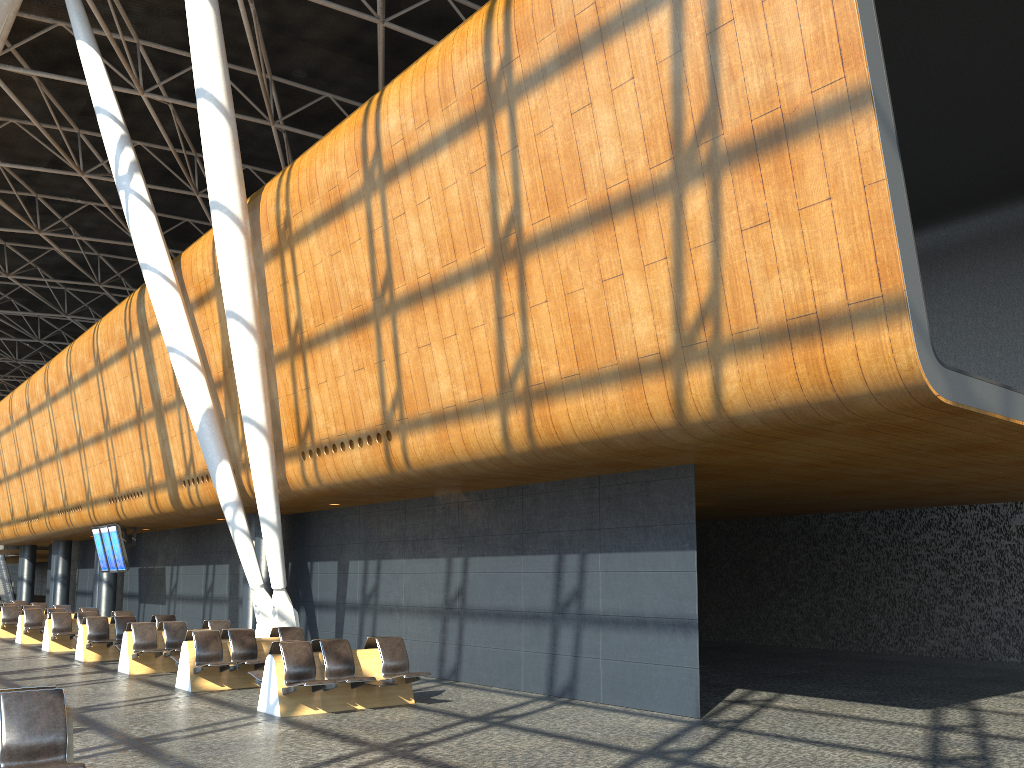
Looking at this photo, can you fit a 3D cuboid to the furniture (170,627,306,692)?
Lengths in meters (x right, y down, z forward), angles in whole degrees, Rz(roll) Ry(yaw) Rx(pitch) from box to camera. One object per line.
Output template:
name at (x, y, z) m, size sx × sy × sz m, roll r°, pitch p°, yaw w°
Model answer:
furniture at (-4.136, 4.239, 13.689) m, size 1.910 × 0.857 × 1.675 m, roll 9°, pitch -14°, yaw -38°

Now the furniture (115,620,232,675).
furniture at (-6.038, 4.746, 15.995) m, size 1.910 × 0.857 × 1.675 m, roll 9°, pitch -14°, yaw -38°

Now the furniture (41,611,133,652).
furniture at (-9.842, 5.760, 20.606) m, size 1.910 × 0.857 × 1.675 m, roll 9°, pitch -14°, yaw -38°

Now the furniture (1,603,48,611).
furniture at (-15.548, 7.280, 27.524) m, size 1.910 × 0.857 × 1.675 m, roll 9°, pitch -14°, yaw -38°

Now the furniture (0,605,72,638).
furniture at (-13.646, 6.773, 25.218) m, size 1.910 × 0.857 × 1.675 m, roll 9°, pitch -14°, yaw -38°

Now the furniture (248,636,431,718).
furniture at (-2.234, 3.733, 11.383) m, size 1.910 × 0.857 × 1.675 m, roll 9°, pitch -14°, yaw -38°

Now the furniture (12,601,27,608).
furniture at (-17.450, 7.787, 29.830) m, size 1.910 × 0.857 × 1.675 m, roll 9°, pitch -14°, yaw -38°

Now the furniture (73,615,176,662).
furniture at (-7.940, 5.253, 18.301) m, size 1.910 × 0.857 × 1.675 m, roll 9°, pitch -14°, yaw -38°

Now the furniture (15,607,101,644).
furniture at (-11.744, 6.267, 22.912) m, size 1.910 × 0.857 × 1.675 m, roll 9°, pitch -14°, yaw -38°

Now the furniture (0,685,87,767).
furniture at (-4.493, 2.409, 5.387) m, size 3.274 × 0.857 × 1.675 m, roll 10°, pitch -15°, yaw -39°
